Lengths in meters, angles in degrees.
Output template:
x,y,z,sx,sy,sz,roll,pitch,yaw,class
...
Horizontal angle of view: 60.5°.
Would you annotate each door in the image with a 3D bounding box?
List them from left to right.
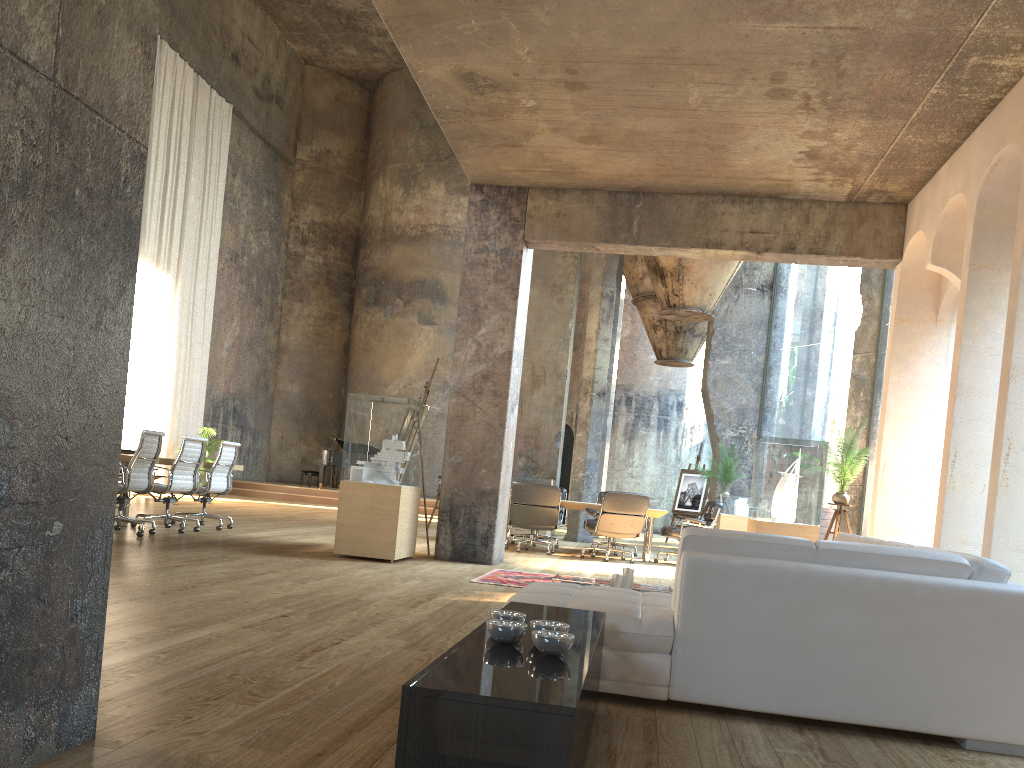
x,y,z,sx,sy,sz,roll,pitch,yaw,class
1.352,2.354,23.105,0.112,2.629,0.897,5,1,-39,door

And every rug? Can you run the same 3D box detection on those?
x,y,z,sx,sy,sz,roll,pitch,yaw,class
0.953,1.808,7.714,2.458,0.009,1.355,5,-7,9,rug

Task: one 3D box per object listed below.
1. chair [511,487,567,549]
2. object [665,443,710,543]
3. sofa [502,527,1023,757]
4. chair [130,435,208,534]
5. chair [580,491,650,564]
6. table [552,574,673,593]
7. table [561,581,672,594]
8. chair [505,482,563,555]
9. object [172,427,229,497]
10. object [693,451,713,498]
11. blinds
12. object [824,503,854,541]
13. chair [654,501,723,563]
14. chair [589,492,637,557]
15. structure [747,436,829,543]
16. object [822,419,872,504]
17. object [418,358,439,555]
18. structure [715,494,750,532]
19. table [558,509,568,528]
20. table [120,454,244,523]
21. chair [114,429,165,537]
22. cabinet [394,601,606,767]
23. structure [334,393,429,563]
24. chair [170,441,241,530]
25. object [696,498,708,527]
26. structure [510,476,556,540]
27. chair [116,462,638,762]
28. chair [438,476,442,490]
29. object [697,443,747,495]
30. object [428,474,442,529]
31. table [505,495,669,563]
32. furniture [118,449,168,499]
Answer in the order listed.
x,y,z,sx,sy,sz,roll,pitch,yaw,class
0.396,1.921,12.847,0.727,0.891,0.826,5,-3,16,chair
3.698,2.245,17.965,0.697,2.145,0.689,6,0,38,object
1.171,1.124,4.773,2.060,0.720,2.947,5,-6,9,sofa
-3.669,1.045,9.337,0.696,1.024,0.669,5,-1,17,chair
1.280,1.817,11.248,0.732,0.891,0.821,6,-3,-17,chair
0.701,1.449,5.859,0.858,0.246,0.372,5,-4,8,table
0.646,1.422,5.494,0.788,0.202,1.117,5,-7,9,table
0.280,1.734,11.365,0.729,0.891,0.824,5,-3,3,chair
-6.475,1.651,18.572,1.092,1.455,1.132,6,-2,0,object
3.810,1.728,16.808,0.684,0.938,0.866,5,-3,30,object
-7.221,-2.421,15.869,0.274,8.632,7.870,6,-2,10,blinds
3.348,1.746,9.280,0.662,0.971,0.568,6,-1,-27,object
2.346,1.984,11.786,0.820,0.892,0.732,5,-2,3,chair
1.495,2.008,12.684,0.728,0.891,0.826,5,-3,10,chair
2.741,1.352,8.889,0.593,1.546,0.745,6,0,9,structure
3.502,0.806,9.261,0.688,0.938,0.862,6,-3,0,object
-1.121,0.769,9.433,0.683,2.145,0.702,6,0,8,object
3.473,2.208,13.272,0.734,1.013,0.747,5,-2,9,structure
1.598,2.840,18.189,1.867,0.545,0.947,5,-5,8,table
-4.728,0.827,7.259,1.598,0.756,7.764,5,-7,9,table
-3.786,0.933,8.488,0.698,1.024,0.668,5,-1,8,chair
0.033,0.936,2.606,0.395,0.368,1.572,5,-6,9,cabinet
-1.257,0.924,8.552,0.593,1.546,0.745,6,0,9,structure
-3.578,1.156,10.197,0.697,1.024,0.669,5,-1,14,chair
3.770,2.675,16.791,0.658,0.971,0.572,5,-1,3,object
0.301,2.112,15.067,0.742,1.013,0.738,5,-2,9,structure
-2.132,1.271,9.936,12.926,1.029,31.706,4,-7,9,chair
-0.649,1.748,12.243,0.820,0.892,0.733,5,-2,5,chair
3.430,1.404,14.377,0.856,0.939,0.691,5,-2,11,object
-0.834,1.398,14.526,0.697,2.145,0.689,6,0,41,object
0.870,1.962,12.007,2.405,0.699,1.111,5,-5,8,table
-6.667,1.518,15.035,0.707,0.839,1.883,5,-5,9,furniture
